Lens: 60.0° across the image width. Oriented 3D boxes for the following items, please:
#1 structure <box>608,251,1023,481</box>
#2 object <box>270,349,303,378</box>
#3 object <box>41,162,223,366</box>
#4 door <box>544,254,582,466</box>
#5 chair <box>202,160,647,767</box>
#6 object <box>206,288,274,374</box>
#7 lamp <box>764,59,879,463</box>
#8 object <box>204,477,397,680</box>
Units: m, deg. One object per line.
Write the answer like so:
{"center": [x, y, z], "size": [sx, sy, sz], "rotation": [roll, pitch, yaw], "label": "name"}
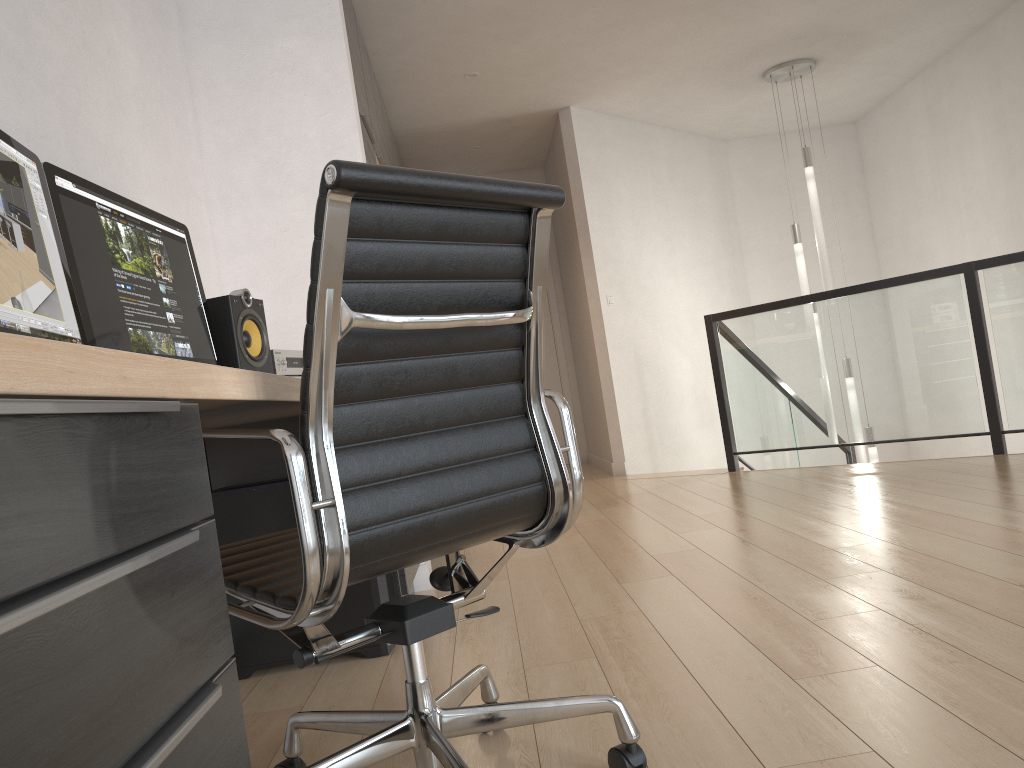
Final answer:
{"center": [3.303, 1.443, 5.779], "size": [4.190, 4.339, 2.823], "rotation": [-10, -1, 43], "label": "structure"}
{"center": [-0.813, -0.006, 2.912], "size": [0.270, 0.174, 0.285], "rotation": [-9, -1, 13], "label": "object"}
{"center": [-0.912, -0.186, 2.154], "size": [0.190, 0.535, 0.716], "rotation": [-9, -1, 3], "label": "object"}
{"center": [-0.016, -0.263, 7.961], "size": [0.974, 2.136, 0.085], "rotation": [-9, -1, -2], "label": "door"}
{"center": [-0.229, 0.221, 1.469], "size": [0.664, 0.991, 0.699], "rotation": [-8, -1, -41], "label": "chair"}
{"center": [-0.877, -0.091, 2.652], "size": [0.249, 0.354, 0.198], "rotation": [-9, -1, 13], "label": "object"}
{"center": [2.120, -1.407, 6.343], "size": [0.359, 6.725, 0.359], "rotation": [-9, -1, 34], "label": "lamp"}
{"center": [-0.600, 0.536, 2.586], "size": [0.474, 0.527, 0.215], "rotation": [-9, -1, -2], "label": "object"}
